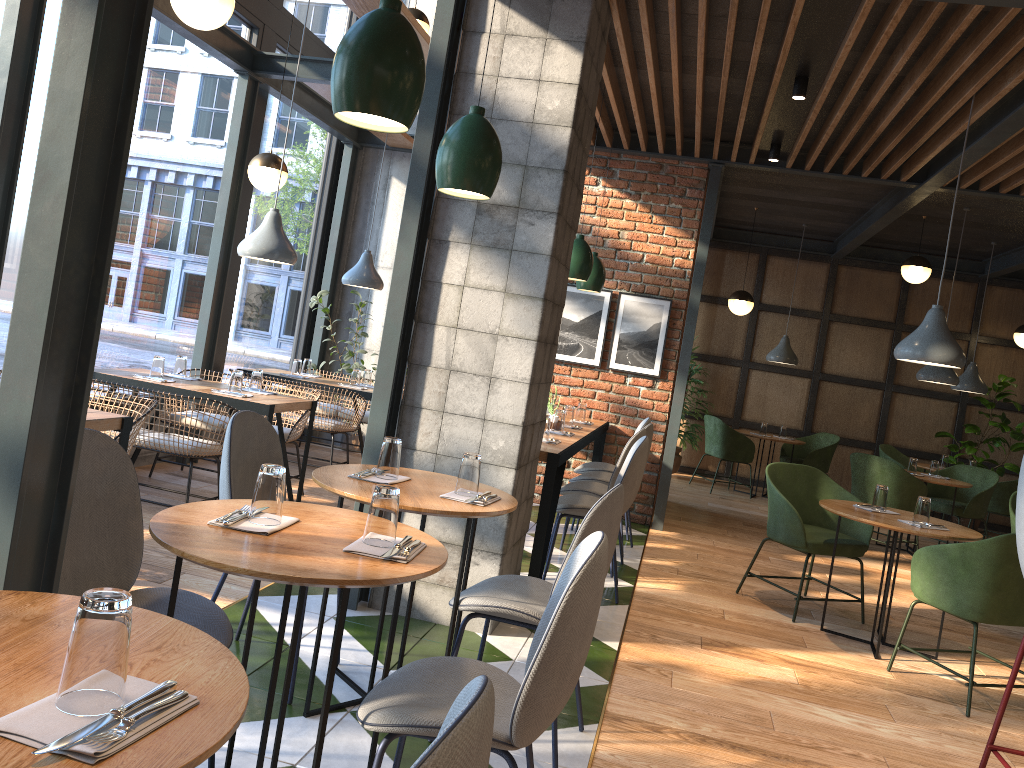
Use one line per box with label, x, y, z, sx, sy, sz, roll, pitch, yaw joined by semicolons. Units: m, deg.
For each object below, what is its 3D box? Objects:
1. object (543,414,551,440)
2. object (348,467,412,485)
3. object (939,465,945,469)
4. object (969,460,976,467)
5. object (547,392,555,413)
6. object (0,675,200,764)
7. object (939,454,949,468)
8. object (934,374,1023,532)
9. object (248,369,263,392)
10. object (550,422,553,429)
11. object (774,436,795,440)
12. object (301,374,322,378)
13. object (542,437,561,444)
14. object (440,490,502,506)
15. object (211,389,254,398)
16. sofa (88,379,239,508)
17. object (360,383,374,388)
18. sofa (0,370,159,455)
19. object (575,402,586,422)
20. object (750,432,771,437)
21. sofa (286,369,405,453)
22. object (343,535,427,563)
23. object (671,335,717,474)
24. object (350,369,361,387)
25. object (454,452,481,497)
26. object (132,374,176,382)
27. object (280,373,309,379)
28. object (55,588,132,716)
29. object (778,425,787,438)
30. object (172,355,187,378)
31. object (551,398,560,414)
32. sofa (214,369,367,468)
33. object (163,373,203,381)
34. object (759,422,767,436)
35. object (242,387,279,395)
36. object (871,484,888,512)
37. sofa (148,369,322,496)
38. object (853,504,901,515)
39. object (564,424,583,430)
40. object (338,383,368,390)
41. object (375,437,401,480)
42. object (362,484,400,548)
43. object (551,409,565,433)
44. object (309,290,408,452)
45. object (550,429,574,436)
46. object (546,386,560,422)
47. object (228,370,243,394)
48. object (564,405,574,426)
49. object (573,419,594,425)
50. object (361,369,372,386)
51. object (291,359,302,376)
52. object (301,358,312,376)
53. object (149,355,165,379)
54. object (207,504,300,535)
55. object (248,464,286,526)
object;0.177;0.237;4.942;0.080;0.138;0.080;10;1;35
object;-0.448;0.315;3.057;0.158;0.019;0.242;10;3;16
object;4.550;0.878;9.369;0.242;0.019;0.158;7;3;-34
object;4.733;0.854;9.112;0.080;0.138;0.080;10;1;19
object;0.214;0.133;5.857;0.145;0.276;0.146;9;1;-8
object;-0.514;0.402;1.088;0.158;0.019;0.242;10;3;15
object;4.563;0.814;9.343;0.080;0.138;0.080;9;1;-11
object;5.255;0.769;9.777;1.060;1.794;0.720;10;1;22
object;-1.604;-0.024;5.564;0.080;0.138;0.080;9;1;-14
object;0.214;0.253;5.807;0.251;0.046;0.254;9;3;-15
object;3.079;0.607;9.991;0.157;0.019;0.243;8;3;-23
object;-1.734;-0.078;7.565;0.243;0.019;0.157;10;3;12
object;0.185;0.307;4.916;0.158;0.019;0.242;10;3;11
object;-0.138;0.371;2.943;0.158;0.019;0.242;10;3;16
object;-1.661;0.050;5.231;0.243;0.019;0.157;10;3;10
sofa;-2.084;0.352;4.901;1.093;0.733;0.470;10;1;11
object;-1.203;0.014;7.457;0.243;0.019;0.157;10;3;12
sofa;-2.236;0.365;4.139;1.093;0.733;0.470;10;1;11
object;0.516;0.210;6.610;0.080;0.138;0.080;9;1;-15
object;2.767;0.562;9.878;0.157;0.019;0.243;8;3;-23
sofa;-1.485;0.301;7.895;1.093;0.733;0.470;10;1;11
object;-0.301;0.385;2.113;0.157;0.019;0.242;10;3;8
object;1.907;0.226;10.437;0.976;1.722;0.916;9;1;-23
object;-1.262;-0.047;7.153;0.080;0.138;0.080;9;1;-15
object;-0.143;0.302;2.970;0.080;0.138;0.080;9;1;-21
object;-2.165;-0.037;5.337;0.243;0.019;0.157;10;3;13
object;-1.785;-0.070;7.235;0.243;0.019;0.157;10;3;10
object;-0.520;0.332;1.115;0.080;0.138;0.080;9;1;-42
object;3.060;0.536;10.001;0.080;0.138;0.080;9;1;-10
object;-2.121;-0.114;5.670;0.080;0.138;0.080;9;1;14
object;0.322;0.176;6.652;0.080;0.138;0.080;10;1;33
sofa;-1.706;0.320;6.789;1.093;0.733;0.470;10;1;11
object;-2.107;-0.045;5.690;0.243;0.019;0.157;10;3;11
object;2.804;0.501;9.876;0.080;0.138;0.080;9;1;-10
object;-1.589;0.045;5.582;0.243;0.019;0.157;10;3;13
object;2.015;0.622;4.846;0.080;0.138;0.080;9;1;-7
sofa;-1.862;0.333;6.007;1.093;0.733;0.470;10;1;11
object;2.017;0.688;4.875;0.242;0.019;0.158;8;3;-20
object;0.396;0.285;6.050;0.158;0.019;0.242;10;3;11
object;-1.289;0.017;7.133;0.243;0.019;0.157;10;3;12
object;-0.419;0.253;3.039;0.080;0.138;0.080;9;1;-11
object;-0.311;0.316;2.137;0.080;0.138;0.080;9;1;-39
object;0.293;0.228;5.515;0.080;0.138;0.080;9;1;-25
object;-1.500;-0.115;8.336;0.862;1.497;0.895;10;1;30
object;0.301;0.297;5.490;0.158;0.019;0.242;10;3;11
object;0.254;0.143;5.737;0.116;0.282;0.127;9;1;7
object;-1.635;-0.013;5.252;0.080;0.138;0.080;9;1;13
object;0.389;0.215;6.076;0.080;0.138;0.080;9;1;-15
object;0.524;0.279;6.585;0.158;0.019;0.242;10;3;11
object;-1.218;-0.054;7.438;0.080;0.138;0.080;9;1;-15
object;-1.763;-0.134;7.256;0.080;0.138;0.080;10;1;43
object;-1.748;-0.146;7.547;0.080;0.138;0.080;9;1;-15
object;-2.142;-0.101;5.357;0.080;0.138;0.080;9;1;-14
object;-0.625;0.329;2.180;0.157;0.019;0.242;10;3;8
object;-0.594;0.268;2.164;0.080;0.138;0.080;10;1;21
